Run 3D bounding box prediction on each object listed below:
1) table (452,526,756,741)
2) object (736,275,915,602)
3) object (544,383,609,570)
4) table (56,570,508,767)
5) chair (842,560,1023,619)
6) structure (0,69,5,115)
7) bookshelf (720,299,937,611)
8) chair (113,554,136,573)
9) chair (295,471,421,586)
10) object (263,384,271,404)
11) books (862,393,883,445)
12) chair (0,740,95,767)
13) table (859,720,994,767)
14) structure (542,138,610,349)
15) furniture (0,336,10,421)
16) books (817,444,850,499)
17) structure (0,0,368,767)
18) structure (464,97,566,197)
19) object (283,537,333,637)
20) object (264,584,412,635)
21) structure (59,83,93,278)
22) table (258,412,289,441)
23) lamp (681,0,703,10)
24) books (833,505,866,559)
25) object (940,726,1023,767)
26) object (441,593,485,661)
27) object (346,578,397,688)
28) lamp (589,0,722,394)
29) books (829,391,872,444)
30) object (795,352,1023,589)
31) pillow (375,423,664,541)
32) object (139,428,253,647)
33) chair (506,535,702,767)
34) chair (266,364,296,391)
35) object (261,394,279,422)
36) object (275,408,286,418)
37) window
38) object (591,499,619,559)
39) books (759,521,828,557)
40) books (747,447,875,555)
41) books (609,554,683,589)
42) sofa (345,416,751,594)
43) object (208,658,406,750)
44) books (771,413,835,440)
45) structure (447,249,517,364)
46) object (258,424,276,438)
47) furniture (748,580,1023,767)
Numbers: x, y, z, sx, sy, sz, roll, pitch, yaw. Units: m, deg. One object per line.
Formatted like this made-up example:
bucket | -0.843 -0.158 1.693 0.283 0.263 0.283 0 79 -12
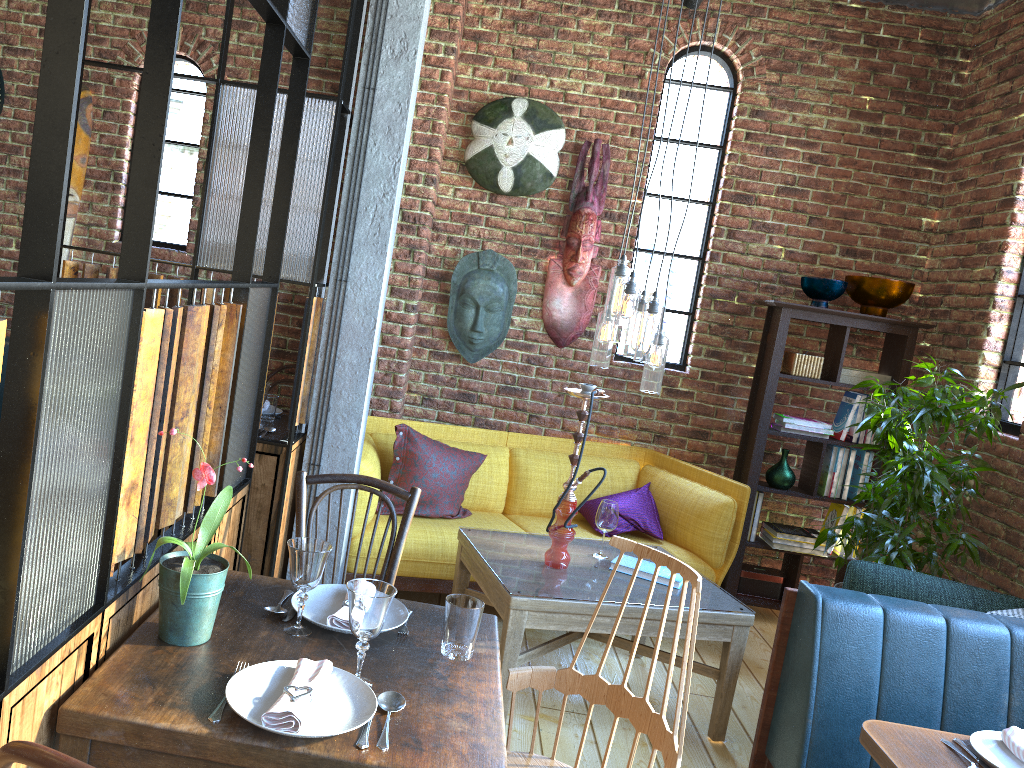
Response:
table | 0.286 0.959 3.457 0.914 0.508 0.768 7 6 -15
object | 1.626 0.304 4.646 0.605 1.759 0.329 9 5 -5
object | 0.234 0.354 3.285 0.167 0.703 0.264 8 6 -10
table | -0.450 0.905 1.837 0.752 0.726 0.750 9 6 -1
chair | 1.502 0.889 3.075 1.070 1.096 0.779 12 6 24
structure | -3.164 -1.650 4.926 0.662 0.618 0.079 9 5 0
bookshelf | 1.585 0.442 4.674 0.819 1.666 0.316 9 5 1
chair | -1.163 0.678 1.993 0.565 0.920 0.426 11 6 17
chair | -0.485 0.744 2.359 0.402 0.914 0.526 9 6 -7
object | -1.160 0.096 4.019 0.101 0.191 0.095 11 6 20
books | 1.886 0.190 4.646 0.079 0.257 0.178 9 6 -2
chair | -0.486 0.860 1.269 0.453 0.920 0.531 11 6 21
table | 1.177 1.248 1.304 0.823 0.660 1.541 9 6 -2
structure | 0.366 -0.756 4.841 0.216 1.145 0.238 4 8 -45
furniture | -3.403 0.128 4.365 1.446 0.821 1.491 9 6 -1
books | 1.694 0.455 4.677 0.085 0.272 0.173 9 6 -2
structure | -2.636 -0.667 1.022 5.884 3.323 6.002 7 6 -17
structure | 0.014 -1.282 4.762 0.533 0.520 0.147 9 5 2
object | -0.444 0.434 1.878 0.095 0.191 0.102 7 6 -25
object | -0.385 0.501 2.007 0.327 0.051 0.268 9 6 3
structure | -2.513 -1.133 4.918 0.232 1.119 0.093 9 5 1
table | -1.352 0.519 4.155 0.752 0.726 0.750 9 6 -1
lamp | -2.021 -1.999 1.163 6.274 0.273 7.228 9 6 -1
books | 1.787 0.774 4.703 0.084 0.272 0.189 9 6 -2
object | 1.125 0.814 1.902 0.327 0.051 0.268 9 6 3
object | -0.110 0.521 1.886 0.083 0.119 0.086 8 6 -11
object | -0.282 0.480 1.681 0.094 0.191 0.103 4 8 -43
lamp | 0.480 -1.045 3.333 0.522 2.117 0.278 12 6 25
books | 1.784 0.172 4.659 0.124 0.258 0.163 9 6 -1
object | 1.684 0.622 3.821 0.703 1.527 0.887 7 6 -22
pillow | 0.051 0.487 4.420 1.470 0.453 0.407 8 6 -10
object | -0.620 0.300 1.771 0.145 0.426 0.199 13 6 33
chair | 0.100 0.850 1.866 0.433 1.004 0.558 6 6 -29
chair | -1.327 0.361 4.742 0.453 0.920 0.531 11 6 21
object | -1.159 0.114 4.195 0.088 0.119 0.081 12 6 30
object | -1.284 0.114 4.350 0.327 0.051 0.268 9 6 3
window | 1.659 -0.496 2.371 3.285 2.427 8.931 5 7 -35
object | 0.377 0.587 3.567 0.095 0.228 0.086 13 7 37
books | 1.505 0.824 4.692 0.304 0.088 0.243 9 6 2
books | 1.557 0.586 4.694 0.587 0.574 0.190 9 5 0
books | 0.533 0.727 3.435 0.283 0.028 0.155 12 7 24
sofa | 0.035 0.690 4.403 1.948 0.762 0.809 7 6 -15
object | -0.355 0.553 1.563 0.327 0.051 0.268 9 6 3
books | 1.535 0.224 4.658 0.270 0.080 0.178 9 6 1
structure | -0.173 -0.423 4.844 0.369 0.639 0.103 10 5 3
object | -1.218 0.173 3.888 0.327 0.051 0.268 9 6 3
furniture | 1.460 1.212 1.277 1.366 0.821 2.614 9 6 -2
